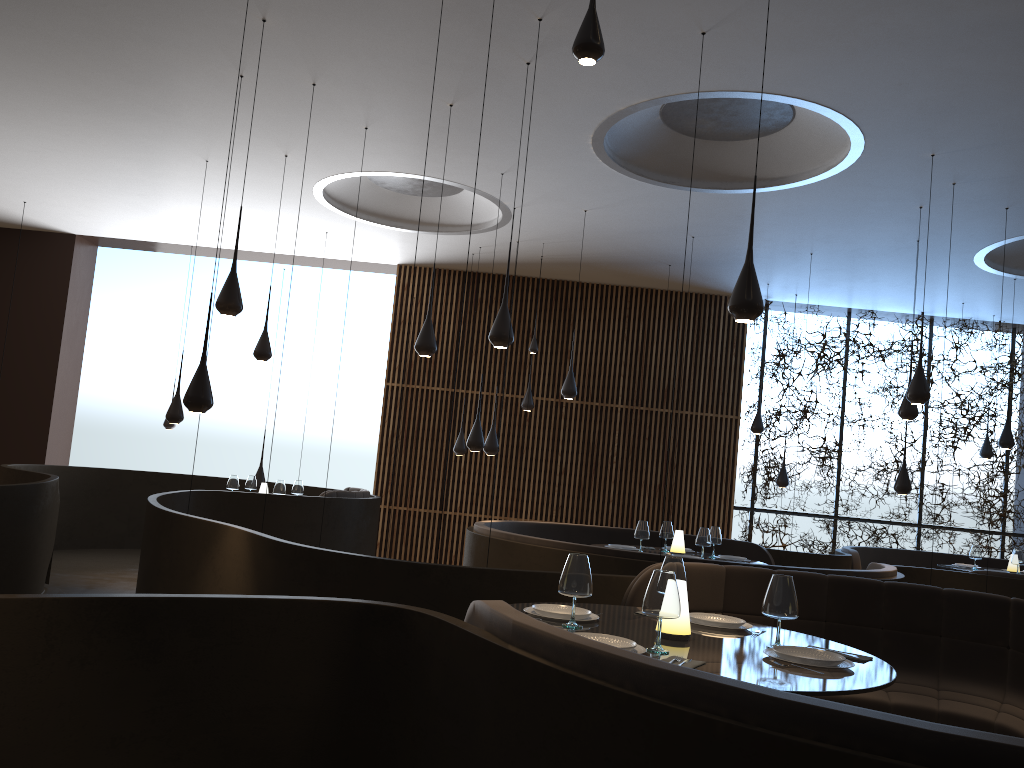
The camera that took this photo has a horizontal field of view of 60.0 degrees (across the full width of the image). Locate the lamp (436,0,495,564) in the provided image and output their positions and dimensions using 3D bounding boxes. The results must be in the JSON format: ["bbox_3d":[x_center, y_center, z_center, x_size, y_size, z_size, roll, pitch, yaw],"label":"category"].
[{"bbox_3d":[-0.383,0.467,5.239,0.196,6.263,0.196,7,-5,-15],"label":"lamp"}]

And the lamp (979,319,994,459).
[{"bbox_3d":[7.350,0.045,13.632,0.196,2.219,0.196,3,-5,25],"label":"lamp"}]

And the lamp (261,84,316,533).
[{"bbox_3d":[-2.002,0.535,7.381,0.196,6.263,0.196,5,-4,5],"label":"lamp"}]

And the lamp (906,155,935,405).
[{"bbox_3d":[3.624,-0.925,7.772,0.196,2.219,0.196,2,-5,35],"label":"lamp"}]

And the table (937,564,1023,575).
[{"bbox_3d":[6.038,2.808,10.725,1.676,1.022,1.672,10,-7,-39],"label":"table"}]

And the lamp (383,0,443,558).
[{"bbox_3d":[-0.758,0.480,5.703,0.196,6.263,0.196,7,-5,-15],"label":"lamp"}]

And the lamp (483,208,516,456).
[{"bbox_3d":[-0.109,-0.633,10.468,0.196,2.955,0.196,1,-6,45],"label":"lamp"}]

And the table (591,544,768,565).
[{"bbox_3d":[1.521,2.129,8.373,1.671,1.022,1.677,5,-6,10],"label":"table"}]

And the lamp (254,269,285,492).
[{"bbox_3d":[-3.173,-0.064,11.688,0.196,2.955,0.196,1,-6,45],"label":"lamp"}]

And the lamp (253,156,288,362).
[{"bbox_3d":[-2.528,-1.341,9.419,0.196,2.219,0.196,2,-5,35],"label":"lamp"}]

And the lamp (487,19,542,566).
[{"bbox_3d":[-0.104,0.568,5.941,0.196,6.263,0.196,3,-5,25],"label":"lamp"}]

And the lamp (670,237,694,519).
[{"bbox_3d":[1.962,1.275,10.823,0.196,6.263,0.196,1,-6,45],"label":"lamp"}]

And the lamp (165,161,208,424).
[{"bbox_3d":[-3.560,-1.032,9.825,0.196,2.955,0.196,2,-5,35],"label":"lamp"}]

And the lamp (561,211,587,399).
[{"bbox_3d":[0.758,-0.930,10.327,0.196,2.219,0.196,6,-4,-5],"label":"lamp"}]

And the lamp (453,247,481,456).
[{"bbox_3d":[-0.591,-0.473,12.452,0.196,2.955,0.196,7,-5,-15],"label":"lamp"}]

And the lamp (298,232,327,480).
[{"bbox_3d":[-2.927,0.963,12.336,0.196,6.263,0.196,8,-5,-25],"label":"lamp"}]

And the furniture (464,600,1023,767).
[{"bbox_3d":[1.772,1.426,2.610,3.934,1.045,1.985,6,-6,-3],"label":"furniture"}]

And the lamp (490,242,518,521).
[{"bbox_3d":[-0.223,1.171,11.837,0.196,6.263,0.196,3,-5,28],"label":"lamp"}]

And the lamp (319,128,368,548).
[{"bbox_3d":[-1.698,0.656,8.264,0.196,6.263,0.196,5,-4,5],"label":"lamp"}]

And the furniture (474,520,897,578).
[{"bbox_3d":[1.473,2.059,8.398,3.795,1.116,3.884,8,-6,-24],"label":"furniture"}]

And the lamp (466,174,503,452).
[{"bbox_3d":[-0.244,-0.767,9.309,0.196,2.955,0.196,9,-5,-34],"label":"lamp"}]

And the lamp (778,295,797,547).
[{"bbox_3d":[4.068,1.744,13.372,0.196,6.263,0.196,3,-5,25],"label":"lamp"}]

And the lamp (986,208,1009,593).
[{"bbox_3d":[4.727,1.327,8.763,0.196,6.263,0.196,2,-5,35],"label":"lamp"}]

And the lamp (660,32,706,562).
[{"bbox_3d":[1.031,0.674,5.917,0.196,6.263,0.196,2,-5,35],"label":"lamp"}]

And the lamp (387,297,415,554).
[{"bbox_3d":[-1.759,1.817,13.019,0.196,6.263,0.196,8,-5,-25],"label":"lamp"}]

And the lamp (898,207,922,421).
[{"bbox_3d":[4.142,-0.730,9.124,0.196,2.219,0.196,2,-5,35],"label":"lamp"}]

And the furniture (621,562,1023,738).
[{"bbox_3d":[1.850,1.646,5.000,2.530,1.058,0.933,5,-5,6],"label":"furniture"}]

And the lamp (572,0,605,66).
[{"bbox_3d":[0.373,-2.033,3.599,0.133,1.506,0.133,6,-4,-5],"label":"lamp"}]

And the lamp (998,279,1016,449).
[{"bbox_3d":[6.456,-0.265,11.479,0.196,2.219,0.196,7,-5,-15],"label":"lamp"}]

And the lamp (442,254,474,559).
[{"bbox_3d":[-0.869,1.204,12.750,0.196,6.263,0.196,5,-4,8],"label":"lamp"}]

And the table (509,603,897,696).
[{"bbox_3d":[0.605,1.539,3.566,1.671,1.022,1.677,2,-7,35],"label":"table"}]

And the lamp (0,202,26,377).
[{"bbox_3d":[-5.583,1.135,9.375,0.196,6.263,0.196,4,-5,15],"label":"lamp"}]

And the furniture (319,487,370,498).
[{"bbox_3d":[-2.235,1.792,10.802,0.931,1.058,2.536,6,-6,-4],"label":"furniture"}]

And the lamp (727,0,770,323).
[{"bbox_3d":[1.368,-1.442,4.896,0.196,2.219,0.196,1,-6,45],"label":"lamp"}]

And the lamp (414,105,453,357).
[{"bbox_3d":[-0.640,-1.340,7.689,0.196,2.219,0.196,5,-4,5],"label":"lamp"}]

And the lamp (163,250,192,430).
[{"bbox_3d":[-5.298,-0.746,14.173,0.196,2.955,0.196,3,-5,25],"label":"lamp"}]

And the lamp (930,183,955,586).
[{"bbox_3d":[3.928,1.195,8.238,0.196,6.263,0.196,2,-5,35],"label":"lamp"}]

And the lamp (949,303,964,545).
[{"bbox_3d":[6.375,1.914,12.874,0.196,6.263,0.196,3,-5,25],"label":"lamp"}]

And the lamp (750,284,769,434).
[{"bbox_3d":[3.678,-0.373,13.008,0.196,2.219,0.196,2,-5,35],"label":"lamp"}]

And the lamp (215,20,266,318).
[{"bbox_3d":[-1.943,-1.591,6.485,0.196,2.219,0.196,2,-5,35],"label":"lamp"}]

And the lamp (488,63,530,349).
[{"bbox_3d":[0.019,-1.376,6.770,0.196,2.219,0.196,6,-4,-5],"label":"lamp"}]

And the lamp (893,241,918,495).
[{"bbox_3d":[4.598,-0.205,10.235,0.196,2.955,0.196,6,-4,-5],"label":"lamp"}]

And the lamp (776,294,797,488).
[{"bbox_3d":[4.212,0.096,13.471,0.196,2.955,0.196,2,-5,35],"label":"lamp"}]

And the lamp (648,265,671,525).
[{"bbox_3d":[1.936,1.428,12.310,0.196,6.263,0.196,8,-5,-25],"label":"lamp"}]

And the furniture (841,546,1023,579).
[{"bbox_3d":[5.967,2.685,10.488,3.795,1.045,3.887,8,-6,-23],"label":"furniture"}]

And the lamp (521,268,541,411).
[{"bbox_3d":[0.324,-0.717,12.809,0.196,2.219,0.196,3,-5,25],"label":"lamp"}]

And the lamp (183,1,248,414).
[{"bbox_3d":[-1.952,-1.276,6.005,0.196,2.955,0.196,5,-4,5],"label":"lamp"}]

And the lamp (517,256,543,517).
[{"bbox_3d":[0.131,1.273,12.492,0.196,6.263,0.196,5,-4,8],"label":"lamp"}]

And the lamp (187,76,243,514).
[{"bbox_3d":[-2.616,0.473,7.354,0.196,6.263,0.196,2,-5,35],"label":"lamp"}]

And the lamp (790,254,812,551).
[{"bbox_3d":[3.520,1.450,11.064,0.196,6.263,0.196,1,-6,45],"label":"lamp"}]
